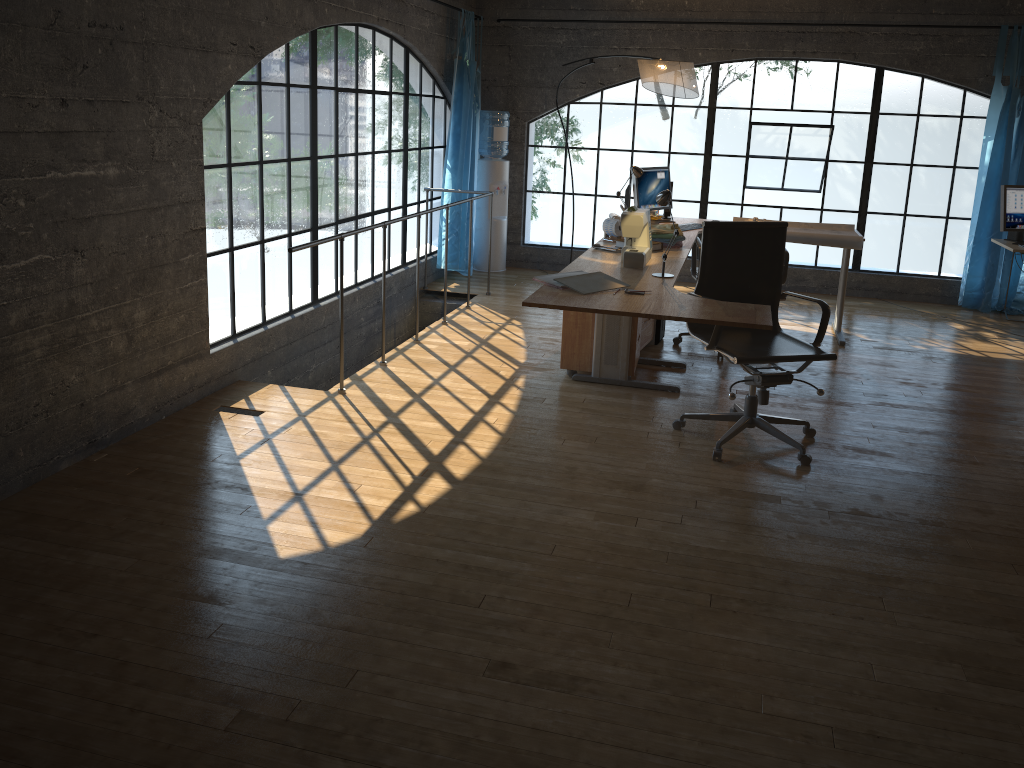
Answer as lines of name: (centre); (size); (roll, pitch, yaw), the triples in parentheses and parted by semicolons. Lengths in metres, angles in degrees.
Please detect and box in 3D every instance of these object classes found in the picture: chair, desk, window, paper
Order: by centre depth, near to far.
chair: (1.165, -0.220, 4.080); (0.653, 0.994, 0.699); (-2, 14, -16)
desk: (4.477, 0.011, 4.229); (3.266, 0.723, 3.543); (7, 18, 14)
desk: (1.228, -0.375, 5.050); (1.639, 0.723, 3.582); (7, 18, 14)
chair: (1.413, -0.659, 5.785); (0.653, 0.841, 0.700); (3, 14, 1)
paper: (1.979, -1.064, 6.196); (0.853, 0.111, 0.594); (7, 18, 14)
window: (0.905, -1.792, 7.127); (6.964, 1.832, 3.251); (-6, 18, -25)

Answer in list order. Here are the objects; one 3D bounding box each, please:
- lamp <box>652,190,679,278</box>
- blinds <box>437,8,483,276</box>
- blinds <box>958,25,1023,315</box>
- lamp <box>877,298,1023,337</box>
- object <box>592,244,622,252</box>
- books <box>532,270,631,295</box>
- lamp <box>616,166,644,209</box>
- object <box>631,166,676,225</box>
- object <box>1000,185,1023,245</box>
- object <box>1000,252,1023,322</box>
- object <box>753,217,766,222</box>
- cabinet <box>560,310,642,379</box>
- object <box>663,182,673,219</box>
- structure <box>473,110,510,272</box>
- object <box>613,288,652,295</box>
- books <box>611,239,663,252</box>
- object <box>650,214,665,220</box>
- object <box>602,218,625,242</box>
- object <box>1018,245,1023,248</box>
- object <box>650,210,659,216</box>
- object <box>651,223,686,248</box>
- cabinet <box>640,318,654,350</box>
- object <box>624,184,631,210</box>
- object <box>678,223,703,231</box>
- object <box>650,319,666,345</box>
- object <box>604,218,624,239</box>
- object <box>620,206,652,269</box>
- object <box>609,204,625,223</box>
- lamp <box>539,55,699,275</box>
lamp: (0.728, -0.707, 4.157); (0.105, 0.400, 0.212); (2, 13, 0)
blinds: (-0.393, -2.090, 7.760); (0.262, 2.237, 0.965); (5, 13, 10)
blinds: (4.115, -1.700, 7.115); (0.668, 2.250, 0.263); (5, 12, 9)
lamp: (3.324, -1.570, 7.197); (0.387, 1.891, 6.359); (-5, 18, -29)
object: (0.537, -0.762, 4.942); (0.076, 0.025, 0.183); (-14, 23, -43)
books: (0.304, -0.458, 3.901); (0.310, 0.043, 0.322); (-12, 22, -39)
lamp: (0.796, -1.289, 6.045); (0.207, 0.401, 0.107); (-2, 13, -18)
object: (1.005, -1.358, 6.329); (0.289, 0.382, 0.475); (14, 19, 38)
object: (3.506, -1.147, 5.975); (0.470, 0.383, 0.292); (-2, 15, -15)
object: (4.286, -0.933, 7.141); (0.492, 0.786, 0.592); (7, 15, 19)
object: (1.796, -1.174, 6.376); (0.159, 0.063, 0.055); (-3, 15, -18)
cabinet: (0.535, -0.349, 5.145); (0.427, 0.560, 0.434); (5, 14, 12)
object: (1.155, -1.369, 6.567); (0.085, 0.272, 0.086); (6, 13, 16)
structure: (-0.189, -1.796, 8.234); (0.330, 1.446, 0.331); (11, 15, 34)
object: (0.516, -0.392, 3.768); (0.142, 0.013, 0.130); (8, 18, 17)
books: (0.694, -0.800, 5.040); (0.262, 0.053, 0.296); (-9, 20, -33)
object: (1.025, -1.238, 6.527); (0.205, 0.035, 0.209); (6, 17, 12)
object: (0.608, -0.925, 5.299); (0.099, 0.133, 0.157); (-9, 19, -39)
object: (3.573, -0.868, 5.709); (0.491, 0.011, 0.191); (7, 18, 14)
object: (1.005, -1.274, 6.526); (0.144, 0.031, 0.155); (8, 18, 18)
object: (0.892, -0.885, 5.213); (0.256, 0.127, 0.258); (7, 17, 16)
cabinet: (0.689, -0.493, 5.631); (0.474, 0.560, 0.433); (8, 15, 21)
object: (0.805, -1.265, 6.185); (0.085, 0.272, 0.086); (-5, 15, -31)
object: (1.204, -1.087, 6.107); (0.189, 0.011, 0.496); (16, 22, 37)
object: (0.789, -0.511, 5.960); (0.482, 0.403, 0.204); (8, 14, 19)
object: (0.632, -0.954, 5.405); (0.133, 0.126, 0.040); (5, 13, 10)
object: (0.641, -0.768, 4.548); (0.137, 0.278, 0.411); (6, 16, 14)
object: (0.750, -1.115, 5.884); (0.190, 0.161, 0.173); (2, 15, -1)
lamp: (0.056, -2.219, 8.863); (0.386, 1.891, 6.374); (-2, 17, -20)
